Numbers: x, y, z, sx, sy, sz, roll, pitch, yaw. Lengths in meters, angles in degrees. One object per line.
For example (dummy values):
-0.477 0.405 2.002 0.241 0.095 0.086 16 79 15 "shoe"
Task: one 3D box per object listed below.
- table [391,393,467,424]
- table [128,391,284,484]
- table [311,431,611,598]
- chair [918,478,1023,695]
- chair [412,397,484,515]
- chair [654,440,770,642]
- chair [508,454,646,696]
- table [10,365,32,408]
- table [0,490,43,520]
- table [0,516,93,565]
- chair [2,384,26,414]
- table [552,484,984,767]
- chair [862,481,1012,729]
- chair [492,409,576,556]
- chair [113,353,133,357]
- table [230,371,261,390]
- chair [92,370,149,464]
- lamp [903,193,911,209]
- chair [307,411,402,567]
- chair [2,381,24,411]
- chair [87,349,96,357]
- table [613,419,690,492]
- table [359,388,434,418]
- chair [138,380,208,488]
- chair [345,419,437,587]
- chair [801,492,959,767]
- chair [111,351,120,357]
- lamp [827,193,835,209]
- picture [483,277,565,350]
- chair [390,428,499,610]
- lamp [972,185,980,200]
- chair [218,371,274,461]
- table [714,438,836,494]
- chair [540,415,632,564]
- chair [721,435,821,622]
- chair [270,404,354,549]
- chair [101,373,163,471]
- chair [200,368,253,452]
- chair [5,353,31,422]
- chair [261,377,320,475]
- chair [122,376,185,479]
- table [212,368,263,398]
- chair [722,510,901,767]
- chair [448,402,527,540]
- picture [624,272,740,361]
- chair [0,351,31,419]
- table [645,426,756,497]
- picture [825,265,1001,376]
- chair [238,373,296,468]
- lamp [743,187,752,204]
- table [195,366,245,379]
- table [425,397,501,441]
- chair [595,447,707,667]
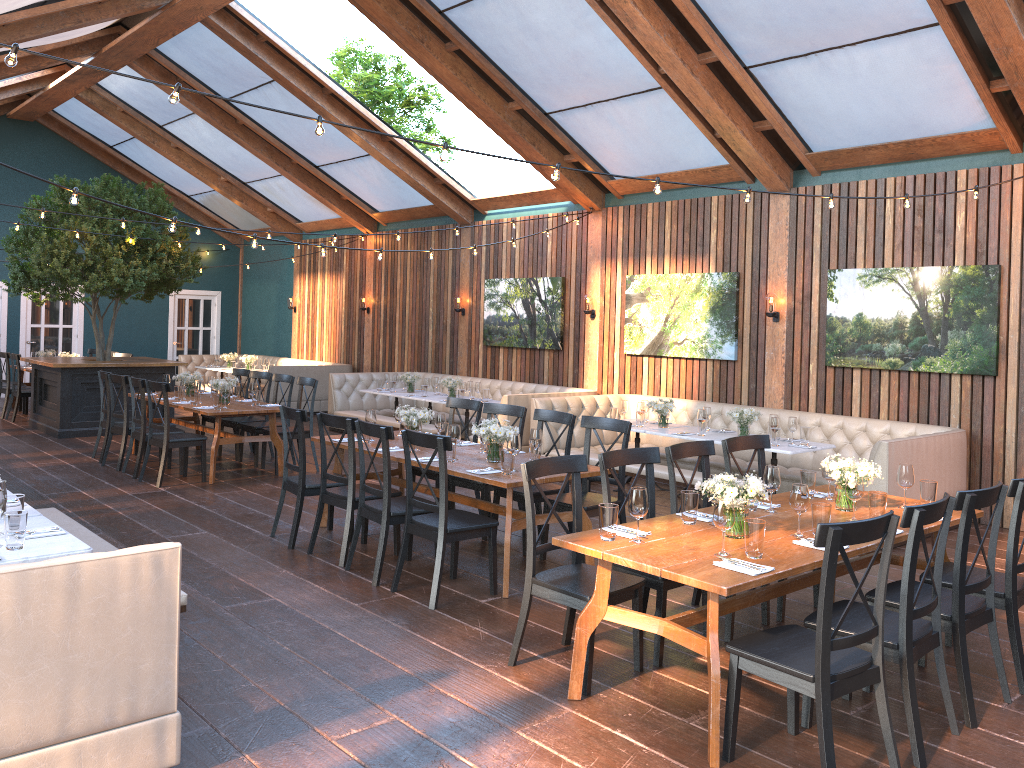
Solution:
-1.126 0.495 12.104 0.798 0.672 0.800 0 3 -41 "table"
-3.466 0.548 9.991 0.950 0.729 2.436 -1 4 -41 "table"
-0.489 0.868 6.601 0.950 0.729 2.436 -1 4 -41 "table"
2.431 0.948 4.550 0.540 1.020 0.477 3 1 44 "chair"
-0.567 0.648 7.646 0.539 1.020 0.478 1 1 -41 "chair"
1.179 0.873 5.128 0.540 1.020 0.477 3 1 44 "chair"
0.337 0.901 4.388 0.540 1.020 0.477 3 1 44 "chair"
-7.506 0.114 14.593 0.950 0.729 2.436 -1 4 -41 "table"
-2.929 0.975 4.503 0.798 0.672 0.800 0 3 -41 "table"
-2.391 1.033 3.890 0.798 0.672 0.800 -1 3 -42 "table"
-8.198 -0.035 14.368 0.539 1.020 0.478 1 1 -36 "chair"
1.397 1.069 4.491 2.430 0.729 0.952 -2 4 -41 "table"
2.010 0.962 4.181 0.477 1.020 0.540 1 1 -41 "chair"
0.172 0.727 6.804 0.539 1.020 0.478 1 1 -36 "chair"
-6.487 0.013 14.358 0.478 1.020 0.539 2 1 32 "chair"
-4.587 0.123 16.046 0.798 0.672 0.800 -1 3 -42 "table"
-4.510 0.358 10.219 0.539 1.020 0.478 1 1 -36 "chair"
3.067 -1.418 6.863 0.056 0.121 0.056 1 1 -26 "lamp"
-1.120 0.720 6.396 0.539 1.020 0.478 1 1 -45 "chair"
-8.508 -0.077 14.842 0.539 1.020 0.478 1 1 -36 "chair"
-7.592 -0.108 15.647 0.478 1.020 0.539 2 1 44 "chair"
1.317 0.758 9.322 0.798 0.672 0.800 -1 3 -42 "table"
-1.664 0.437 12.717 0.798 0.672 0.800 -1 3 -42 "table"
-3.411 0.477 8.948 0.478 1.020 0.539 2 1 44 "chair"
-0.779 0.759 5.967 0.539 1.020 0.478 1 1 -36 "chair"
1.589 0.976 3.810 0.540 1.020 0.477 3 1 44 "chair"
-6.853 -0.028 14.805 0.539 1.020 0.478 1 1 -41 "chair"
2.368 -1.355 6.557 0.056 0.121 0.056 1 1 -8 "lamp"
0.142 -1.019 12.669 0.065 0.997 1.653 1 2 -41 "picture"
-0.405 0.799 5.551 0.539 1.020 0.478 1 1 -41 "chair"
3.759 -1.549 7.165 0.056 0.118 0.066 1 1 -12 "lamp"
-3.190 0.366 10.633 0.478 1.020 0.539 2 1 44 "chair"
2.394 0.873 8.095 0.798 0.672 0.800 -1 3 -42 "table"
0.542 0.767 6.383 0.539 1.020 0.478 1 1 -41 "chair"
1.600 0.859 5.497 0.477 1.020 0.540 1 1 -41 "chair"
-1.516 0.680 6.803 0.539 1.020 0.478 1 1 -34 "chair"
-4.168 0.398 9.774 0.478 1.020 0.539 2 1 44 "chair"
-3.560 0.326 11.054 0.539 1.020 0.478 1 1 -41 "chair"
-7.412 0.043 13.568 0.539 1.020 0.478 1 1 -41 "chair"
-2.451 0.445 9.792 0.539 1.020 0.478 1 1 -36 "chair"
-3.780 0.438 9.369 0.539 1.020 0.478 1 1 -38 "chair"
-5.125 0.065 16.659 0.798 0.672 0.800 0 3 -41 "table"
1.169 0.990 3.441 0.477 1.020 0.540 1 1 -36 "chair"
-0.197 0.688 7.225 0.478 1.020 0.539 2 1 44 "chair"
1.988 -0.821 10.577 0.065 0.997 1.653 1 2 -41 "picture"
-7.818 0.004 13.958 0.478 1.020 0.539 2 1 44 "chair"
1.856 0.816 8.709 0.798 0.672 0.800 0 3 -41 "table"
3.803 -0.626 8.520 0.065 0.997 1.653 1 2 -41 "picture"
-2.821 0.405 10.212 0.539 1.020 0.478 1 1 -41 "chair"
1.667 -1.335 6.258 0.059 0.119 0.056 2 1 28 "lamp"
-5.664 0.007 17.272 0.798 0.672 0.800 -1 3 -42 "table"
-0.587 0.553 11.491 0.798 0.672 0.800 -1 3 -42 "table"
0.758 0.887 4.758 0.477 1.020 0.540 1 1 -41 "chair"
